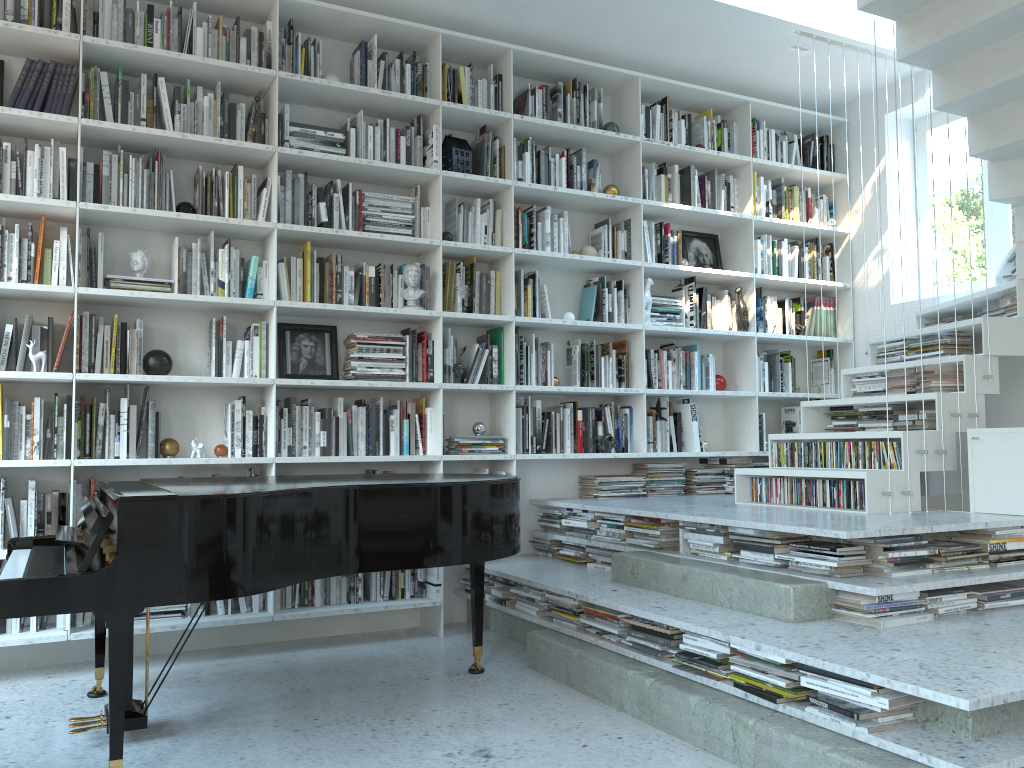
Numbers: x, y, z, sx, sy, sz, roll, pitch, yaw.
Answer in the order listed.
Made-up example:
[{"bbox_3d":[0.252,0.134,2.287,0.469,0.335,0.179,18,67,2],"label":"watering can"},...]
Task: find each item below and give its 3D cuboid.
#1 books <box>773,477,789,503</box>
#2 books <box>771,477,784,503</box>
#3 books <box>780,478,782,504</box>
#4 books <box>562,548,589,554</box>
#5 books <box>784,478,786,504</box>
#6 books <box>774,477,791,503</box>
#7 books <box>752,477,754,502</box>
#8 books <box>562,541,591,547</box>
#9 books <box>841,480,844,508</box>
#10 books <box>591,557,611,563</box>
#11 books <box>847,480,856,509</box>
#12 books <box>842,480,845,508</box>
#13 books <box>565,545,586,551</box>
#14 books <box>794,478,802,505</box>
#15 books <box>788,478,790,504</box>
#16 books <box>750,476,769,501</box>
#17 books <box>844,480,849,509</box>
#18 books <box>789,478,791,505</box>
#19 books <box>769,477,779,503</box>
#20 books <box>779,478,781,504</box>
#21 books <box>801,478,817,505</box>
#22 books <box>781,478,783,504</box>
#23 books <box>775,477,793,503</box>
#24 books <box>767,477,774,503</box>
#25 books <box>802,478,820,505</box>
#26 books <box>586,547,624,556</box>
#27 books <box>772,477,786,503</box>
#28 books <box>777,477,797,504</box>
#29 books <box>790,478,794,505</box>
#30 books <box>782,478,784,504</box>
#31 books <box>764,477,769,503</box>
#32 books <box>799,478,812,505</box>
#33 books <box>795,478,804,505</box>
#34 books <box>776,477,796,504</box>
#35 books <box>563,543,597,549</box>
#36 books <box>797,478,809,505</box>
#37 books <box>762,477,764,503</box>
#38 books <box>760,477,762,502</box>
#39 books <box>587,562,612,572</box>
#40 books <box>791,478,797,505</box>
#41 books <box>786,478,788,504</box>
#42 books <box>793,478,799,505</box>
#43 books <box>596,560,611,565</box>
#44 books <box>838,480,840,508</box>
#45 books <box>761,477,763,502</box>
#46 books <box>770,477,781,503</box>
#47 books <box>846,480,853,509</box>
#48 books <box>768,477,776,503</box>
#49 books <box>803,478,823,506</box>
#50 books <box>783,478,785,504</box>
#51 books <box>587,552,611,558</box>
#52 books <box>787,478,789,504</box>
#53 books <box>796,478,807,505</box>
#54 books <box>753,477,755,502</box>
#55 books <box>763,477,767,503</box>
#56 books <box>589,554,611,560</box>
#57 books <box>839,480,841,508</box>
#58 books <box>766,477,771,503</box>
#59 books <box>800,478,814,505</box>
[{"bbox_3d":[1.350,0.528,4.410,0.125,0.125,0.007,1,-4,-27],"label":"books"},{"bbox_3d":[1.343,0.529,4.423,0.125,0.125,0.007,1,-4,-27],"label":"books"},{"bbox_3d":[1.371,0.525,4.369,0.125,0.125,0.007,1,-4,-27],"label":"books"},{"bbox_3d":[0.387,0.879,4.694,0.159,0.009,0.228,2,-5,-26],"label":"books"},{"bbox_3d":[1.385,0.523,4.342,0.125,0.125,0.008,1,-4,-27],"label":"books"},{"bbox_3d":[1.353,0.528,4.404,0.125,0.125,0.008,1,-4,-27],"label":"books"},{"bbox_3d":[1.281,0.539,4.545,0.125,0.125,0.008,1,-4,-27],"label":"books"},{"bbox_3d":[0.389,0.841,4.697,0.149,0.014,0.228,2,-5,-29],"label":"books"},{"bbox_3d":[1.543,0.499,4.030,0.125,0.125,0.010,1,-4,-27],"label":"books"},{"bbox_3d":[0.526,0.873,4.416,0.161,0.012,0.254,2,-5,-26],"label":"books"},{"bbox_3d":[1.561,0.497,3.994,0.125,0.125,0.010,1,-4,-27],"label":"books"},{"bbox_3d":[1.548,0.499,4.020,0.125,0.125,0.010,1,-4,-27],"label":"books"},{"bbox_3d":[0.392,0.865,4.697,0.137,0.018,0.200,2,-5,-31],"label":"books"},{"bbox_3d":[1.413,0.519,4.286,0.125,0.125,0.007,1,-4,-27],"label":"books"},{"bbox_3d":[1.395,0.522,4.320,0.125,0.125,0.008,1,-4,-27],"label":"books"},{"bbox_3d":[1.275,0.540,4.558,0.125,0.125,0.007,1,-4,-27],"label":"books"},{"bbox_3d":[1.552,0.498,4.013,0.125,0.125,0.008,1,-4,-27],"label":"books"},{"bbox_3d":[1.399,0.521,4.314,0.125,0.125,0.008,1,-4,-27],"label":"books"},{"bbox_3d":[1.336,0.530,4.438,0.125,0.125,0.008,1,-4,-27],"label":"books"},{"bbox_3d":[1.367,0.526,4.376,0.125,0.125,0.009,1,-4,-27],"label":"books"},{"bbox_3d":[1.433,0.516,4.246,0.125,0.125,0.007,1,-4,-27],"label":"books"},{"bbox_3d":[1.374,0.525,4.362,0.125,0.125,0.007,1,-4,-27],"label":"books"},{"bbox_3d":[1.356,0.527,4.397,0.125,0.125,0.008,1,-4,-27],"label":"books"},{"bbox_3d":[1.329,0.531,4.452,0.125,0.125,0.008,1,-4,-27],"label":"books"},{"bbox_3d":[1.437,0.515,4.239,0.125,0.125,0.007,1,-4,-27],"label":"books"},{"bbox_3d":[0.513,0.832,4.412,0.181,0.017,0.250,2,-5,-30],"label":"books"},{"bbox_3d":[1.346,0.529,4.417,0.125,0.125,0.007,1,-4,-27],"label":"books"},{"bbox_3d":[1.363,0.526,4.383,0.125,0.125,0.008,1,-4,-27],"label":"books"},{"bbox_3d":[1.402,0.520,4.306,0.125,0.125,0.008,1,-4,-27],"label":"books"},{"bbox_3d":[1.378,0.524,4.355,0.125,0.125,0.008,1,-4,-27],"label":"books"},{"bbox_3d":[1.322,0.532,4.464,0.125,0.125,0.007,1,-4,-27],"label":"books"},{"bbox_3d":[1.426,0.517,4.259,0.125,0.125,0.008,1,-4,-27],"label":"books"},{"bbox_3d":[1.416,0.518,4.279,0.125,0.125,0.008,1,-4,-27],"label":"books"},{"bbox_3d":[1.360,0.527,4.390,0.125,0.125,0.007,1,-4,-27],"label":"books"},{"bbox_3d":[0.387,0.852,4.696,0.144,0.009,0.250,1,-4,-23],"label":"books"},{"bbox_3d":[1.423,0.517,4.266,0.125,0.125,0.007,1,-4,-27],"label":"books"},{"bbox_3d":[1.315,0.534,4.478,0.125,0.125,0.009,1,-4,-27],"label":"books"},{"bbox_3d":[1.307,0.535,4.494,0.125,0.125,0.010,1,-4,-27],"label":"books"},{"bbox_3d":[0.508,0.907,4.405,0.189,0.028,0.202,2,-5,-32],"label":"books"},{"bbox_3d":[1.406,0.520,4.300,0.125,0.125,0.009,1,-4,-27],"label":"books"},{"bbox_3d":[1.388,0.523,4.335,0.125,0.125,0.007,1,-4,-27],"label":"books"},{"bbox_3d":[1.410,0.519,4.292,0.125,0.125,0.008,1,-4,-27],"label":"books"},{"bbox_3d":[0.532,0.887,4.418,0.138,0.014,0.215,1,-4,-23],"label":"books"},{"bbox_3d":[1.535,0.501,4.045,0.125,0.125,0.008,1,-4,-27],"label":"books"},{"bbox_3d":[1.311,0.534,4.486,0.125,0.125,0.007,1,-4,-27],"label":"books"},{"bbox_3d":[1.340,0.530,4.430,0.125,0.125,0.008,1,-4,-27],"label":"books"},{"bbox_3d":[1.556,0.498,4.004,0.125,0.125,0.012,1,-4,-27],"label":"books"},{"bbox_3d":[1.332,0.531,4.444,0.125,0.125,0.008,1,-4,-27],"label":"books"},{"bbox_3d":[1.440,0.515,4.232,0.125,0.125,0.010,1,-4,-27],"label":"books"},{"bbox_3d":[1.381,0.524,4.348,0.125,0.125,0.009,1,-4,-27],"label":"books"},{"bbox_3d":[0.518,0.846,4.414,0.178,0.009,0.277,2,-5,-26],"label":"books"},{"bbox_3d":[1.392,0.522,4.328,0.125,0.125,0.008,1,-4,-27],"label":"books"},{"bbox_3d":[1.420,0.518,4.273,0.125,0.125,0.009,1,-4,-27],"label":"books"},{"bbox_3d":[1.285,0.538,4.537,0.125,0.125,0.010,1,-4,-27],"label":"books"},{"bbox_3d":[1.318,0.533,4.472,0.125,0.125,0.009,1,-4,-27],"label":"books"},{"bbox_3d":[0.522,0.858,4.415,0.156,0.017,0.263,2,-5,-31],"label":"books"},{"bbox_3d":[1.539,0.500,4.038,0.125,0.125,0.008,1,-4,-27],"label":"books"},{"bbox_3d":[1.326,0.532,4.458,0.125,0.125,0.008,1,-4,-27],"label":"books"},{"bbox_3d":[1.430,0.516,4.252,0.125,0.125,0.007,1,-4,-27],"label":"books"}]
